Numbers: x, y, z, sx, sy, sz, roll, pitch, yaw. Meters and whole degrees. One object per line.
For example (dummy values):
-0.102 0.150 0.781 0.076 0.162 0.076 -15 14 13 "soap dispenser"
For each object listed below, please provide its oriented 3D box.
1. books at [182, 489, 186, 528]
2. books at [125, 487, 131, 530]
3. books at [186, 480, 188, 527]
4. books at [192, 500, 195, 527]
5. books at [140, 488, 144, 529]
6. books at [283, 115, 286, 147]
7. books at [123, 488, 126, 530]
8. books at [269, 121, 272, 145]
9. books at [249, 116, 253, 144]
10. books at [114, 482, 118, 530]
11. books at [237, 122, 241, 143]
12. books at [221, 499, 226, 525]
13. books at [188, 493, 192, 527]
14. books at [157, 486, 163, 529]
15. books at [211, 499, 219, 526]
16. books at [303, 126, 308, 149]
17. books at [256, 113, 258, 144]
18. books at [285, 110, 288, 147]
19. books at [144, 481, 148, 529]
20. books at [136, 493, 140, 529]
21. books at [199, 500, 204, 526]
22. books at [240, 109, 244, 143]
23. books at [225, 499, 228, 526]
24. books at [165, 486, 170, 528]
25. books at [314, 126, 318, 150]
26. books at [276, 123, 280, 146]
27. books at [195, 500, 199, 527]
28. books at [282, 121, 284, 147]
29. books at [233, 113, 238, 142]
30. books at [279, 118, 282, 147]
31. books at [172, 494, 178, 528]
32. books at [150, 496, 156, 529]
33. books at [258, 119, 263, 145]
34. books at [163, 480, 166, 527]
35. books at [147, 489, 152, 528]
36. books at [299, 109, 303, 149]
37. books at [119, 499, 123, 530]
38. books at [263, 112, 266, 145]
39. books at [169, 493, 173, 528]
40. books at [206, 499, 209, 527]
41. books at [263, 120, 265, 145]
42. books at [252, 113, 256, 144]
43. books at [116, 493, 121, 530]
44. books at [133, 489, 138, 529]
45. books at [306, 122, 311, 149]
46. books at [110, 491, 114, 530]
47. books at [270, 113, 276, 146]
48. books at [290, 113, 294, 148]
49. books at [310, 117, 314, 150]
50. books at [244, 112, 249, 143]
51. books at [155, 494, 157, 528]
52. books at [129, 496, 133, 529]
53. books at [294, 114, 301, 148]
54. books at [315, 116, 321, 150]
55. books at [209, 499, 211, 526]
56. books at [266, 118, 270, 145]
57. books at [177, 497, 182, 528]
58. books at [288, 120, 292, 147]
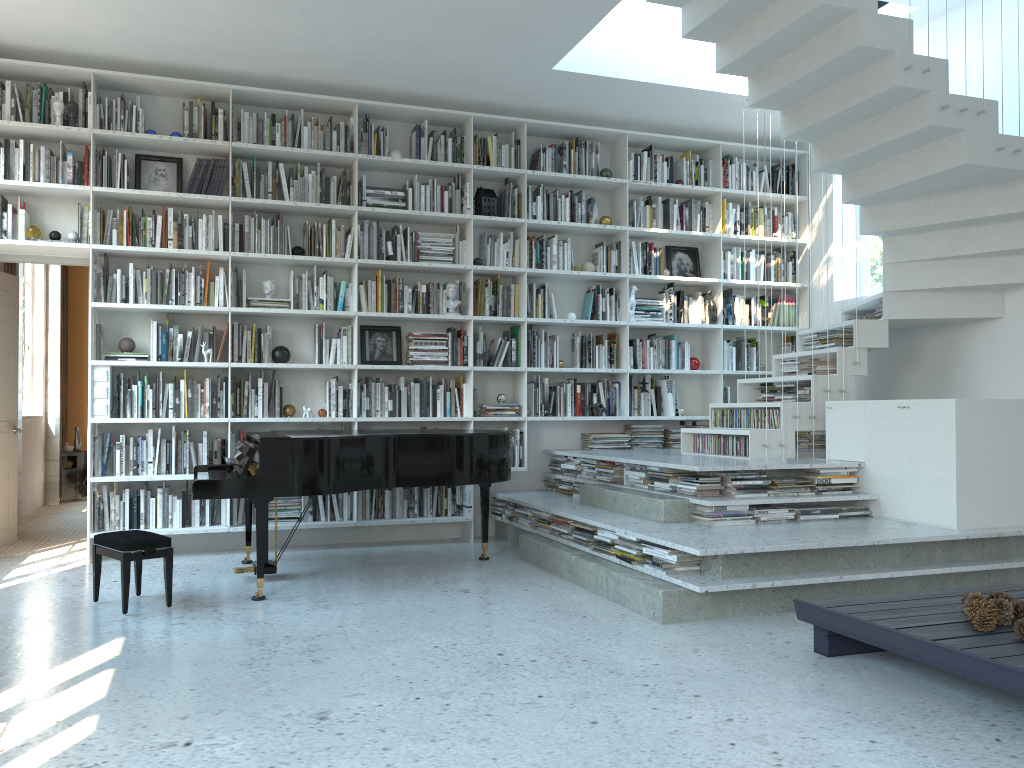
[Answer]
-2.195 0.829 5.936 0.023 0.244 0.188 0 -1 -19 "books"
-2.524 0.816 5.828 0.023 0.266 0.177 0 -1 -19 "books"
-2.189 0.797 5.971 0.013 0.310 0.130 0 -1 -19 "books"
-2.145 0.840 5.972 0.022 0.224 0.141 0 -1 -19 "books"
-2.443 0.821 5.872 0.027 0.256 0.160 0 -1 -19 "books"
-1.595 -1.726 6.208 0.013 0.251 0.183 0 -1 -19 "books"
-2.539 0.817 5.816 0.013 0.261 0.174 0 -1 -19 "books"
-1.692 -1.709 6.195 0.012 0.216 0.150 0 -1 -19 "books"
-1.810 -1.713 6.134 0.023 0.220 0.181 0 -1 -19 "books"
-2.597 0.789 5.815 0.011 0.318 0.157 0 -1 -19 "books"
-1.886 -1.694 6.121 0.024 0.183 0.133 0 -1 -19 "books"
-1.970 0.816 6.047 0.027 0.276 0.143 0 -1 -19 "books"
-2.171 0.845 5.975 0.024 0.214 0.137 0 -1 -19 "books"
-2.336 0.817 5.894 0.031 0.266 0.186 0 -1 -19 "books"
-2.013 0.826 6.030 0.065 0.256 0.156 0 -1 -19 "books"
-1.464 -1.694 6.256 0.031 0.190 0.181 0 -1 -19 "books"
-1.771 -1.727 6.146 0.012 0.250 0.174 0 -1 -19 "books"
-1.585 -1.750 6.215 0.010 0.299 0.151 0 -1 -19 "books"
-2.420 0.799 5.865 0.013 0.300 0.183 0 -1 -19 "books"
-2.465 0.839 5.858 0.022 0.221 0.163 0 -1 -19 "books"
-2.097 0.821 6.010 0.040 0.264 0.137 0 -1 -19 "books"
-1.868 -1.742 6.138 0.021 0.279 0.141 0 -1 -19 "books"
-1.935 0.837 6.014 0.017 0.233 0.212 0 -1 -19 "books"
-2.297 0.817 5.909 0.025 0.266 0.159 0 -1 -19 "books"
-1.405 -1.705 6.297 0.029 0.213 0.141 0 -1 -19 "books"
-1.643 -1.701 6.202 0.030 0.201 0.152 0 -1 -19 "books"
-2.121 0.824 5.977 0.027 0.256 0.179 0 -1 -19 "books"
-1.607 -1.709 6.203 0.011 0.216 0.160 0 -1 -19 "books"
-1.906 -1.722 6.098 0.029 0.237 0.156 0 -1 -19 "books"
-1.621 -1.718 6.206 0.013 0.234 0.154 0 -1 -19 "books"
-2.251 0.848 5.923 0.028 0.206 0.171 0 -1 -19 "books"
-2.377 0.849 5.875 0.030 0.201 0.168 0 -1 -19 "books"
-1.747 -1.706 6.141 0.029 0.208 0.178 0 -1 -19 "books"
-2.321 0.799 5.920 0.014 0.304 0.139 0 -1 -19 "books"
-2.410 0.827 5.890 0.022 0.246 0.135 0 -1 -19 "books"
-1.488 -1.757 6.257 0.014 0.315 0.166 0 -1 -19 "books"
-2.562 0.856 5.828 0.022 0.186 0.145 0 -1 -19 "books"
-1.720 -1.734 6.167 0.010 0.264 0.160 0 -1 -19 "books"
-2.275 0.842 5.915 0.021 0.218 0.190 0 -1 -19 "books"
-2.059 0.805 5.993 0.021 0.295 0.188 0 -1 -19 "books"
-1.731 -1.706 6.161 0.014 0.207 0.166 0 -1 -19 "books"
-1.789 -1.728 6.144 0.023 0.251 0.170 0 -1 -19 "books"
-2.580 0.835 5.814 0.022 0.226 0.154 0 -1 -19 "books"
-2.489 0.823 5.861 0.022 0.252 0.139 0 -1 -19 "books"
-1.440 -1.717 6.274 0.026 0.235 0.134 0 -1 -19 "books"
-2.615 0.825 5.811 0.024 0.246 0.143 0 -1 -19 "books"
-1.673 -1.735 6.201 0.028 0.268 0.151 0 -1 -19 "books"
-1.546 -1.738 6.225 0.013 0.276 0.164 0 -1 -19 "books"
-1.422 -1.733 6.282 0.014 0.269 0.156 0 -1 -19 "books"
-1.837 -1.730 6.129 0.031 0.254 0.145 0 -1 -19 "books"
-2.366 0.845 5.911 0.014 0.211 0.146 0 -1 -19 "books"
-2.508 0.846 5.850 0.022 0.205 0.158 0 -1 -19 "books"
-1.515 -1.736 6.233 0.052 0.273 0.172 0 -1 -19 "books"
-1.375 -1.732 6.279 0.014 0.266 0.192 0 -1 -19 "books"
-2.042 0.801 5.996 0.012 0.303 0.165 0 -1 -19 "books"
-1.712 -1.718 6.197 0.025 0.234 0.129 0 -1 -19 "books"
-2.221 0.857 5.926 0.031 0.188 0.190 0 -1 -19 "books"
-1.571 -1.718 6.232 0.029 0.235 0.130 0 -1 -19 "books"
